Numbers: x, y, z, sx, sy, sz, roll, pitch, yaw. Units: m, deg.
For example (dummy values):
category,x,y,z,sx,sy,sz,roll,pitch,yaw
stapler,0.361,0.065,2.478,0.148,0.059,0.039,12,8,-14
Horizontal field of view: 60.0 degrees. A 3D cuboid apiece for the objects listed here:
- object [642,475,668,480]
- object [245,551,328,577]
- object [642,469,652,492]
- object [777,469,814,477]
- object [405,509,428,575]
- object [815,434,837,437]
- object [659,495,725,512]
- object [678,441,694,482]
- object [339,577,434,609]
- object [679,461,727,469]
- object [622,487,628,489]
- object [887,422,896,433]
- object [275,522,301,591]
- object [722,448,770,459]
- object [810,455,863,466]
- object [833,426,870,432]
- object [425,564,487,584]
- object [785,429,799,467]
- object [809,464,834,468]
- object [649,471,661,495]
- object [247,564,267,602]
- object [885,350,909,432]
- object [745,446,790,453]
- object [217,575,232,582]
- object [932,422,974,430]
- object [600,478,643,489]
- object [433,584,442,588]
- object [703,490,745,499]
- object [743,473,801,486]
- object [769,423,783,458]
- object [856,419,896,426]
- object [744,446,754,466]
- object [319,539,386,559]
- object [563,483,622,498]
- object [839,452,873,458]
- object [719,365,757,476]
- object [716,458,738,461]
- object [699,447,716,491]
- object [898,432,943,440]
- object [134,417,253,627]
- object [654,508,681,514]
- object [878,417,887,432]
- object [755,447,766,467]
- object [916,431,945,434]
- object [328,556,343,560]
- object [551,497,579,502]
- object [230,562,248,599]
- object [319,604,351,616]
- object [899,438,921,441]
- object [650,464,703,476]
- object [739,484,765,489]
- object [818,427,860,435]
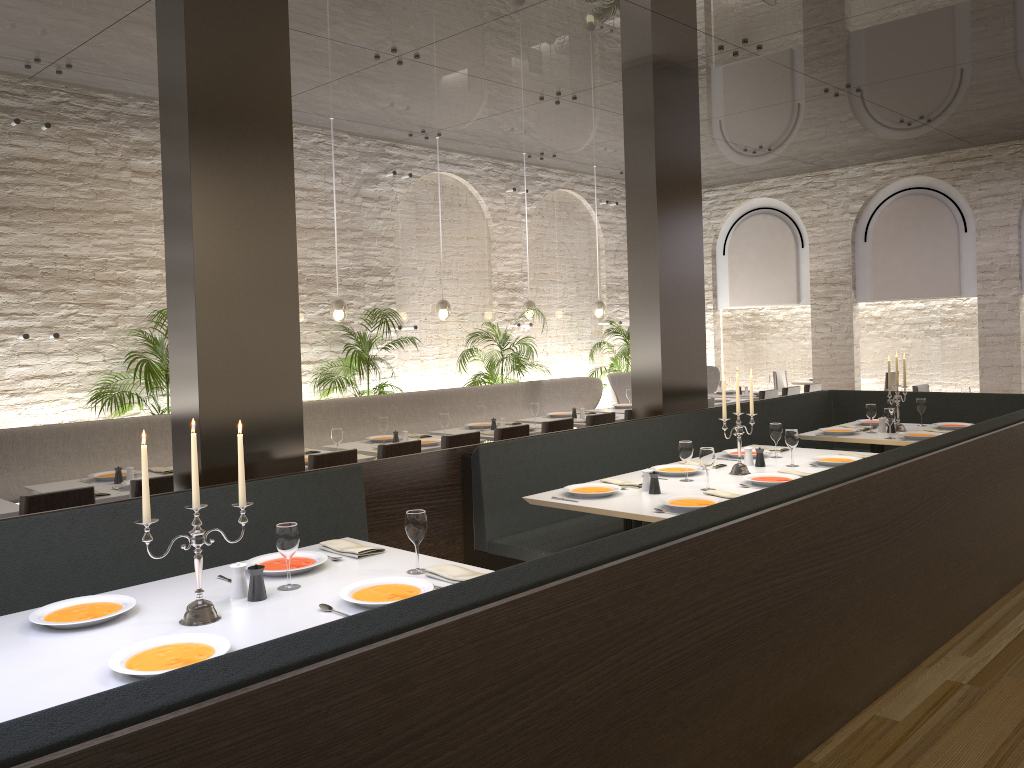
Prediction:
category,x,y,z,sx,sy,sz,roll,pitch,yaw
object,0.852,0.558,5.286,0.185,0.010,0.017,1,4,44
object,-0.883,0.708,3.465,0.322,0.036,0.321,-3,4,-26
object,0.748,0.531,4.896,0.069,0.126,0.069,-2,2,-23
object,1.724,0.530,5.227,0.273,0.033,0.143,1,4,44
object,-0.361,0.598,3.362,0.086,0.230,0.086,-3,1,-34
object,2.482,0.408,6.985,0.185,0.010,0.017,1,4,44
object,0.894,0.597,4.402,0.321,0.036,0.322,-1,3,20
object,1.016,0.450,5.168,0.086,0.230,0.086,-1,2,44
object,-0.427,0.719,3.024,0.322,0.036,0.321,-3,4,-26
object,1.227,0.519,5.704,0.273,0.033,0.143,1,4,44
object,0.581,0.580,5.003,0.038,0.015,0.181,-5,4,-45
object,3.032,0.331,7.086,0.069,0.126,0.069,-2,1,-4
object,-0.809,0.622,3.202,0.086,0.230,0.086,-3,1,-34
object,1.599,0.479,6.053,0.321,0.036,0.322,1,4,39
object,2.055,0.490,5.612,0.321,0.036,0.322,1,4,39
object,2.806,0.373,7.350,0.273,0.033,0.143,1,4,44
object,-0.176,0.699,3.247,0.273,0.033,0.143,1,4,44
object,1.762,0.402,5.577,0.086,0.230,0.086,-3,1,-34
object,1.923,0.509,5.480,0.038,0.015,0.181,-5,4,-45
object,0.773,0.536,4.804,0.069,0.126,0.069,-2,1,-15
object,-0.886,0.689,3.075,0.069,0.126,0.069,-1,2,38
object,3.120,0.053,7.172,0.390,0.656,0.131,-3,1,-35
object,1.822,0.464,6.324,0.273,0.033,0.143,1,4,44
object,-1.047,0.733,3.305,0.185,0.010,0.017,1,4,44
object,3.603,0.347,7.225,0.321,0.036,0.322,-2,3,2
object,0.658,0.571,5.110,0.273,0.033,0.143,1,4,44
object,-0.296,0.717,3.165,0.185,0.010,0.017,1,4,44
object,1.154,0.582,4.633,0.273,0.033,0.143,1,4,44
object,1.467,0.544,4.998,0.322,0.036,0.321,-3,4,-26
object,1.776,0.380,5.962,0.086,0.230,0.086,-3,1,-34
object,3.146,0.337,7.666,0.321,0.036,0.322,1,4,39
object,1.513,0.462,5.668,0.069,0.126,0.069,-1,2,38
object,-0.673,0.687,3.723,0.273,0.033,0.143,1,4,44
object,0.438,0.587,4.842,0.321,0.036,0.322,1,4,42
object,2.318,0.475,5.847,0.273,0.033,0.143,1,4,44
object,1.366,0.214,5.344,0.390,0.656,0.131,-3,1,-35
object,1.447,0.503,5.906,0.185,0.010,0.017,1,4,44
object,1.072,0.466,4.857,0.086,0.230,0.086,-2,1,-4
object,3.086,0.395,6.687,0.321,0.036,0.322,-1,3,20
object,-1.017,0.434,2.859,0.390,0.656,0.131,-3,1,-35
object,0.759,0.617,4.266,0.038,0.015,0.181,-5,4,-45
object,2.991,0.329,7.159,0.069,0.126,0.069,-2,1,-4
object,1.570,0.464,5.609,0.069,0.126,0.069,-1,2,38
object,3.298,0.385,6.869,0.273,0.033,0.143,1,4,44
object,-0.749,0.703,3.616,0.038,0.015,0.181,-5,4,-45
object,0.282,0.611,4.692,0.185,0.010,0.017,1,4,44
object,-0.959,0.689,3.111,0.069,0.126,0.069,-1,2,38
object,-0.571,0.740,2.879,0.038,0.015,0.181,-5,4,-45
object,2.958,0.414,6.559,0.038,0.015,0.181,-5,4,-45
object,1.010,0.534,5.439,0.322,0.036,0.321,-3,4,-26
object,1.329,0.564,4.860,0.038,0.015,0.181,-5,4,-45
object,2.630,0.384,7.128,0.321,0.036,0.322,-1,3,20
